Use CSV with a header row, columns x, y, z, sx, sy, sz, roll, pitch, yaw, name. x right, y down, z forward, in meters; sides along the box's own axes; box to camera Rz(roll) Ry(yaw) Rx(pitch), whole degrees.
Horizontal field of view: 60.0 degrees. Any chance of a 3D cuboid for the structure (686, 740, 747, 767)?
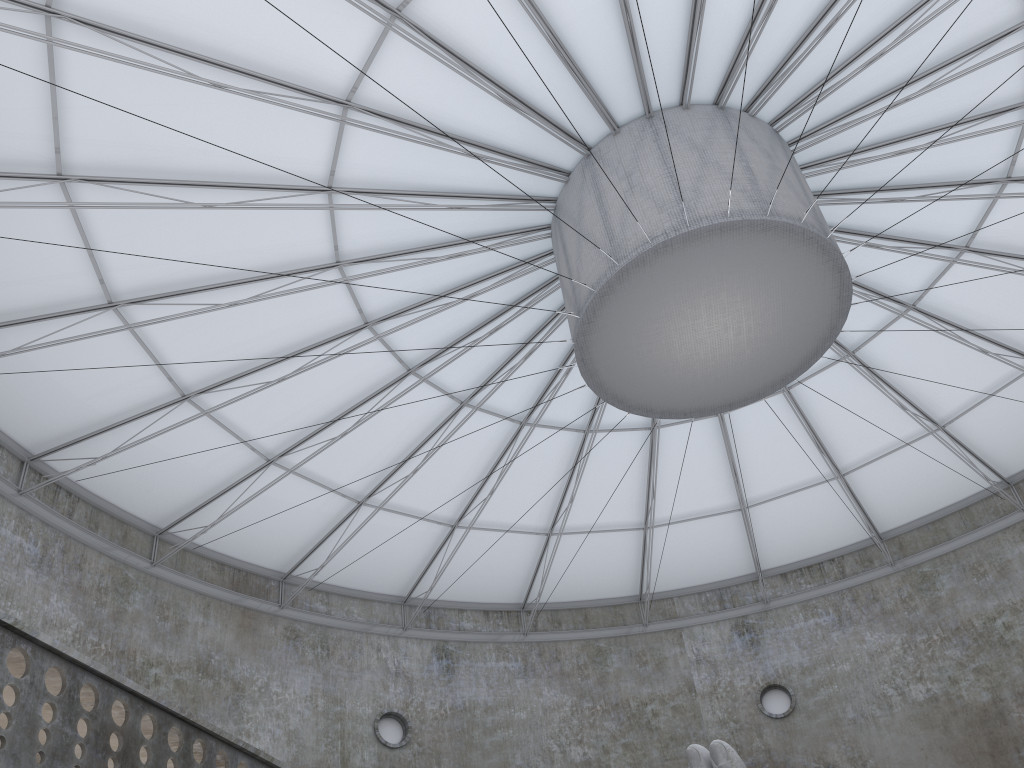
x,y,z,sx,sy,sz,roll,pitch,yaw,name
8.544,7.657,13.588,10.784,5.543,16.005,12,-43,-23,structure
